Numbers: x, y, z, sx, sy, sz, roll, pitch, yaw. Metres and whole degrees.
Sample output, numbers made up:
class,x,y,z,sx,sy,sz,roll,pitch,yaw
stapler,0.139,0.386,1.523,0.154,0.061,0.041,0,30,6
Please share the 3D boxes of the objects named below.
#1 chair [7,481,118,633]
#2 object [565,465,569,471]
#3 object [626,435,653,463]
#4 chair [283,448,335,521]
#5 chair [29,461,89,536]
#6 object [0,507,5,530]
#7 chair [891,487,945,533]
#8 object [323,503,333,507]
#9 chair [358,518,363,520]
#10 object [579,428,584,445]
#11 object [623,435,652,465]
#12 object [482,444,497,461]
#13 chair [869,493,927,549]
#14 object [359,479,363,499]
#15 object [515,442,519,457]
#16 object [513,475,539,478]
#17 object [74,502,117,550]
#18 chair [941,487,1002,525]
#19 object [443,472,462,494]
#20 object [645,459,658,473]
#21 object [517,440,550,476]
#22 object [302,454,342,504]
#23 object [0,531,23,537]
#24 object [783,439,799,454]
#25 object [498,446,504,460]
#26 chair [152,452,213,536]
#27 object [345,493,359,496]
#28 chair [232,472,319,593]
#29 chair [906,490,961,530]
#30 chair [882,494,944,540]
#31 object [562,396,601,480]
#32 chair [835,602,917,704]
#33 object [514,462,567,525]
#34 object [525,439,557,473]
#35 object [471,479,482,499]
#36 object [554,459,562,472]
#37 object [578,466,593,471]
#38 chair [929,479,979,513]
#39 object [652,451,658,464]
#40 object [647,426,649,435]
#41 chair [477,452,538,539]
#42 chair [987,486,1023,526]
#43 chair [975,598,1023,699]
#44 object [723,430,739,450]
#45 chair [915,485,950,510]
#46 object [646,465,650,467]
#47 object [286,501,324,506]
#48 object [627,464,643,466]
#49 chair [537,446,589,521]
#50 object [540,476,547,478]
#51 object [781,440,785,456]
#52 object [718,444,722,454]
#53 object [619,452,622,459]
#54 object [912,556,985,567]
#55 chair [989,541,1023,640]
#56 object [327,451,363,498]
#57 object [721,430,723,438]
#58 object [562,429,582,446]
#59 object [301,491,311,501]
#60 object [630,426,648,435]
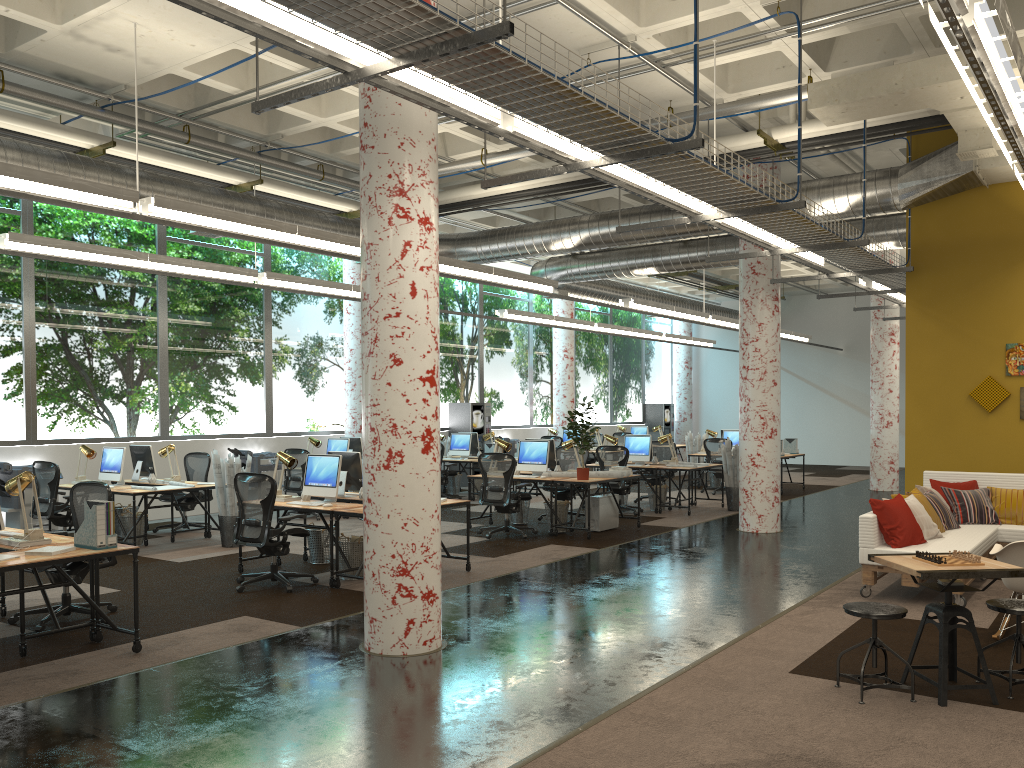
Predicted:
class,x,y,z,sx,sy,sz,roll,pitch,yaw
chair,-3.486,1.325,6.970,0.770,1.087,0.792,0,0,19
object,1.165,2.029,20.680,0.359,0.435,0.353,0,0,32
object,2.159,1.107,15.117,0.484,0.486,0.189,0,1,35
chair,-3.172,1.522,13.644,0.770,1.087,0.792,0,0,19
chair,-5.368,1.444,10.563,0.770,1.087,0.792,0,0,19
object,-3.893,0.886,6.459,0.484,0.486,0.189,0,1,35
chair,3.848,1.220,8.389,0.546,0.439,0.316,0,0,-42
object,-1.762,1.160,8.486,0.059,0.029,0.106,-1,-2,36
chair,-1.375,1.401,9.937,0.770,1.087,0.792,0,0,19
object,1.451,1.272,20.506,0.484,0.486,0.189,0,1,35
object,2.065,1.090,14.534,0.484,0.486,0.189,0,1,35
object,-0.382,1.240,15.985,0.280,0.302,0.150,0,1,35
chair,3.354,1.200,7.720,0.534,0.445,0.301,0,0,-38
object,-1.541,1.091,9.183,0.101,0.209,0.101,0,1,-10
object,0.205,1.261,16.809,0.280,0.302,0.150,0,1,35
object,0.153,1.231,11.784,0.439,0.017,0.118,-2,-2,35
object,-2.826,0.957,6.006,0.280,0.302,0.150,0,1,35
chair,4.735,1.265,9.121,0.516,0.392,0.358,0,0,5
object,-1.151,1.946,17.436,0.353,0.435,0.368,0,0,-19
object,3.538,2.067,22.428,0.359,0.435,0.353,0,0,32
object,0.301,1.002,11.945,0.484,0.486,0.189,0,1,35
object,-1.876,0.945,8.843,0.484,0.486,0.189,0,1,35
object,-3.742,1.123,6.630,0.439,0.017,0.118,-2,-2,35
object,5.617,1.259,17.847,0.280,0.302,0.150,0,1,35
object,-0.296,1.243,16.106,0.280,0.302,0.150,0,1,35
chair,-4.466,1.486,12.149,0.770,1.087,0.792,0,0,19
object,-1.631,1.199,9.596,0.439,0.017,0.118,-2,-2,35
chair,-2.278,1.359,8.351,0.770,1.087,0.792,0,0,19
chair,4.154,1.261,8.714,0.523,0.408,0.341,0,0,-39
chair,3.652,1.230,8.061,0.524,0.401,0.331,0,0,-36
object,0.874,0.683,11.252,0.513,1.079,0.438,0,1,26
chair,2.079,1.529,5.076,0.346,0.498,0.337,0,0,-5
object,0.384,1.504,12.012,0.848,0.934,0.104,0,1,31
object,0.395,1.019,12.527,0.484,0.486,0.189,0,1,35
object,-0.661,1.917,16.539,0.359,0.435,0.353,0,0,32
object,0.636,1.148,12.285,0.101,0.209,0.101,0,1,-10
object,0.579,1.975,18.700,3.409,0.437,0.366,1,-1,-45
chair,4.744,1.235,9.416,0.534,0.437,0.287,0,0,8
object,2.400,1.236,14.875,0.101,0.209,0.101,0,1,-10
object,3.337,1.339,23.150,0.484,0.486,0.189,0,1,35
chair,-0.101,1.417,11.453,0.770,1.087,0.792,0,0,19
chair,5.135,1.261,9.053,0.521,0.382,0.366,-1,0,32
chair,2.945,1.526,5.144,0.346,0.498,0.337,0,0,-5
object,4.456,1.171,17.717,0.484,0.486,0.189,0,1,35
chair,4.337,1.241,9.089,0.334,0.438,0.545,0,0,41
object,2.180,1.305,14.177,0.059,0.029,0.106,-1,-2,36
object,-2.025,1.174,8.682,0.439,0.017,0.118,-2,-2,35
object,1.917,1.319,14.374,0.439,0.017,0.118,-2,-2,35
chair,0.802,1.459,13.038,0.770,1.087,0.792,0,0,19
object,0.416,1.217,11.588,0.059,0.029,0.106,-1,-2,36
object,5.116,1.241,17.144,0.280,0.302,0.150,0,1,35
object,4.216,1.318,17.965,0.101,0.209,0.101,0,1,-10
object,1.826,1.237,14.783,0.101,0.209,0.101,0,1,-10
object,2.494,1.013,5.070,0.273,0.012,0.273,0,-2,-5
chair,3.695,1.428,6.181,0.614,0.754,0.793,0,0,35
object,-1.782,0.961,9.425,0.484,0.486,0.189,0,1,35
object,4.549,1.187,18.299,0.484,0.486,0.189,0,1,35
object,1.358,1.255,19.923,0.484,0.486,0.189,0,1,35
object,-2.115,1.092,9.091,0.101,0.209,0.101,0,1,-10
object,3.243,1.322,22.568,0.484,0.486,0.189,0,1,35
